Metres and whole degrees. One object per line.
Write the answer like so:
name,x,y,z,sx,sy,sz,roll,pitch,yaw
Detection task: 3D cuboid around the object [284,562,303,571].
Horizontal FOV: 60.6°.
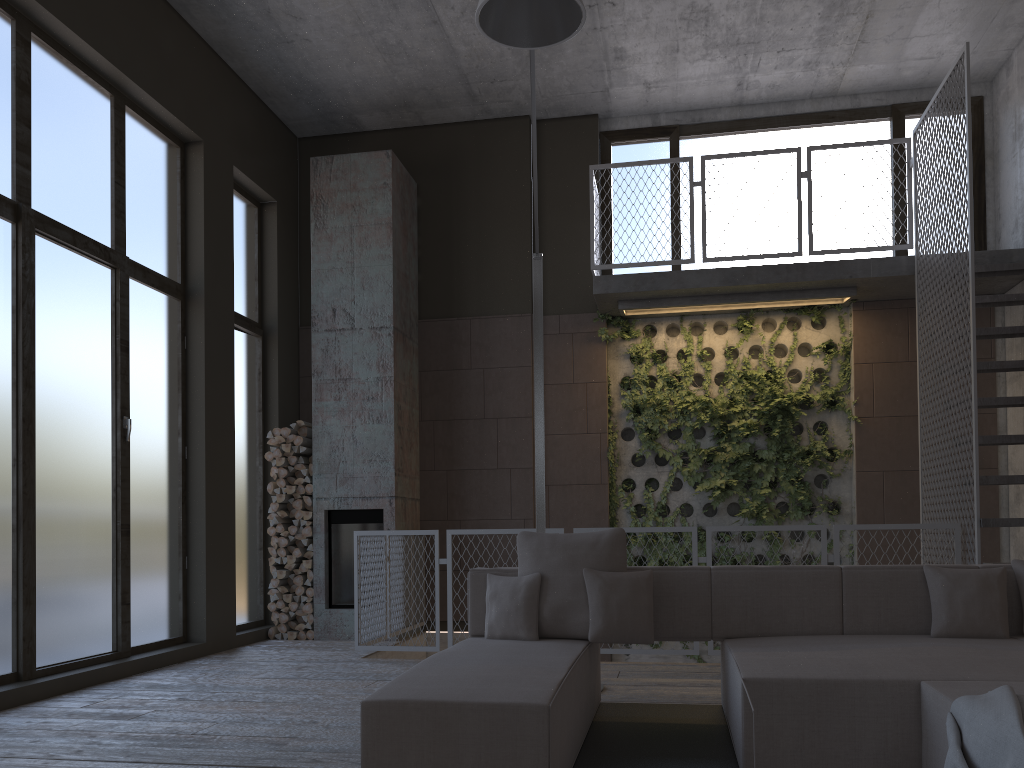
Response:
object,-2.042,1.746,8.426,0.115,0.078,0.440,-2,-9,9

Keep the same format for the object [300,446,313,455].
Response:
object,-1.918,0.644,8.408,0.066,0.067,0.428,-2,-9,9

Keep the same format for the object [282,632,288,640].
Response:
object,-2.089,2.409,8.444,0.067,0.066,0.428,-2,-9,9

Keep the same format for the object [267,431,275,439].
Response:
object,-2.243,0.507,8.458,0.067,0.068,0.428,-2,-9,9

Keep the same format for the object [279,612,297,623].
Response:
object,-2.118,2.221,8.383,0.098,0.106,0.297,-2,-9,11

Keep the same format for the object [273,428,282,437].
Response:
object,-2.176,0.494,8.476,0.091,0.089,0.461,-1,-9,8

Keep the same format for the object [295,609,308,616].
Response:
object,-1.944,2.173,8.405,0.122,0.067,0.368,-2,-9,11

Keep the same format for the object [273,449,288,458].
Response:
object,-2.161,0.687,8.434,0.091,0.088,0.461,-2,-9,9

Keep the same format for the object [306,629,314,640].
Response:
object,-1.845,2.382,8.413,0.091,0.091,0.443,-2,-9,9

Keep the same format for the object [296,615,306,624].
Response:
object,-1.982,2.263,8.494,0.104,0.101,0.295,-2,-9,9

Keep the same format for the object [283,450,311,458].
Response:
object,-2.057,0.692,8.446,0.115,0.078,0.440,-2,-9,9

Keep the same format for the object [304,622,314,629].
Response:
object,-1.874,2.294,8.410,0.071,0.072,0.428,-2,-9,9

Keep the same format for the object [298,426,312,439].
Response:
object,-1.965,0.481,8.489,0.099,0.106,0.298,-2,-9,11

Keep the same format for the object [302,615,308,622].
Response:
object,-1.906,2.239,8.409,0.067,0.084,0.430,-1,-9,8

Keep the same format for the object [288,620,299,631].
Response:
object,-2.045,2.318,8.470,0.101,0.085,0.367,-2,-9,9

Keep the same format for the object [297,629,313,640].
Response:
object,-1.930,2.395,8.432,0.091,0.088,0.461,-2,-9,9

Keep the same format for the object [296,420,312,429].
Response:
object,-1.974,0.399,8.460,0.087,0.055,0.336,-2,-9,9

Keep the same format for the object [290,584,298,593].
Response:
object,-2.017,1.965,8.471,0.101,0.085,0.367,-2,-9,11

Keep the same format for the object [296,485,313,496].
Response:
object,-1.946,1.029,8.458,0.091,0.088,0.461,-2,-9,9

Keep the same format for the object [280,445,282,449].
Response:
object,-2.145,0.632,8.539,0.071,0.070,0.428,-2,-9,9

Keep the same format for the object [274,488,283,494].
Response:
object,-2.186,1.045,8.484,0.067,0.066,0.428,-2,-9,9

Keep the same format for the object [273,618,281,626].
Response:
object,-2.200,2.256,8.357,0.045,0.072,0.254,-1,-9,9

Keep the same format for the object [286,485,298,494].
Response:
object,-2.032,1.030,8.454,0.093,0.082,0.485,-2,-9,9

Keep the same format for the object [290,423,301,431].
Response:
object,-2.039,0.435,8.445,0.065,0.072,0.364,-1,-9,8

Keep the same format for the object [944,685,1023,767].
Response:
object,1.434,1.012,1.896,1.048,0.497,1.612,-5,-10,28

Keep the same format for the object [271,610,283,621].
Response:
object,-2.203,2.222,8.444,0.101,0.101,0.296,-2,-9,11

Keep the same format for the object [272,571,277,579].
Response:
object,-2.185,1.831,8.428,0.067,0.066,0.428,-2,-9,9

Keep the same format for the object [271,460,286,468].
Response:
object,-2.200,0.777,8.448,0.067,0.066,0.428,-2,-9,9

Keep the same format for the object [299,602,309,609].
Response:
object,-1.936,2.111,8.432,0.067,0.070,0.428,-2,-9,9

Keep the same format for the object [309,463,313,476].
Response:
object,-1.855,0.835,8.430,0.064,0.124,0.368,-1,-9,9

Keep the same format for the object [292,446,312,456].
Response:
object,-1.997,0.648,8.422,0.067,0.066,0.428,-2,-9,9

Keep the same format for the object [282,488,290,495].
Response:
object,-2.106,1.044,8.470,0.067,0.066,0.428,-2,-9,9

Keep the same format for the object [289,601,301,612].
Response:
object,-2.010,2.119,8.416,0.091,0.088,0.461,-1,-9,8

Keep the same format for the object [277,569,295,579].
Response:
object,-2.111,1.817,8.413,0.093,0.082,0.485,-2,-9,9

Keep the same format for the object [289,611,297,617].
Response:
object,-2.043,2.191,8.427,0.064,0.073,0.364,-1,-9,9

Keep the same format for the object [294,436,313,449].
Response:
object,-1.960,0.566,8.410,0.093,0.092,0.443,-2,-9,9

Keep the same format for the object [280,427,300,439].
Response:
object,-2.101,0.483,8.376,0.104,0.102,0.296,-2,-9,9

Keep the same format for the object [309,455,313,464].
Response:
object,-1.861,0.743,8.505,0.100,0.101,0.296,-2,-9,11

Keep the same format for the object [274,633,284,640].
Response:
object,-2.169,2.411,8.459,0.067,0.066,0.428,-2,-9,9

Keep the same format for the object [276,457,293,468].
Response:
object,-2.126,0.764,8.433,0.093,0.082,0.485,-2,-9,9

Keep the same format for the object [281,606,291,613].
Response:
object,-2.108,2.150,8.413,0.089,0.056,0.336,-2,-9,9

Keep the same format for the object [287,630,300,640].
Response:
object,-2.016,2.396,8.428,0.093,0.082,0.485,-2,-9,9

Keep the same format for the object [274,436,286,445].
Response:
object,-2.139,0.559,8.427,0.113,0.079,0.441,-2,-9,9

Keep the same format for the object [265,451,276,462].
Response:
object,-2.246,0.715,8.454,0.091,0.091,0.443,-2,-9,9

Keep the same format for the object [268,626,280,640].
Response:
object,-2.240,2.380,8.435,0.064,0.124,0.368,-1,-9,9

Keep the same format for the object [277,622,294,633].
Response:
object,-2.126,2.332,8.459,0.092,0.092,0.443,-2,-9,9

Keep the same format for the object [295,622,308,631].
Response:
object,-1.947,2.324,8.441,0.115,0.078,0.440,-2,-9,9

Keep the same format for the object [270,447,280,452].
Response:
object,-2.218,0.650,8.467,0.066,0.085,0.430,-1,-9,8

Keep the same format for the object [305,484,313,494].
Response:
object,-1.861,1.017,8.438,0.091,0.091,0.443,-2,-9,9

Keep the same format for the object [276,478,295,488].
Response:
object,-2.142,0.967,8.484,0.092,0.092,0.443,-2,-9,9
